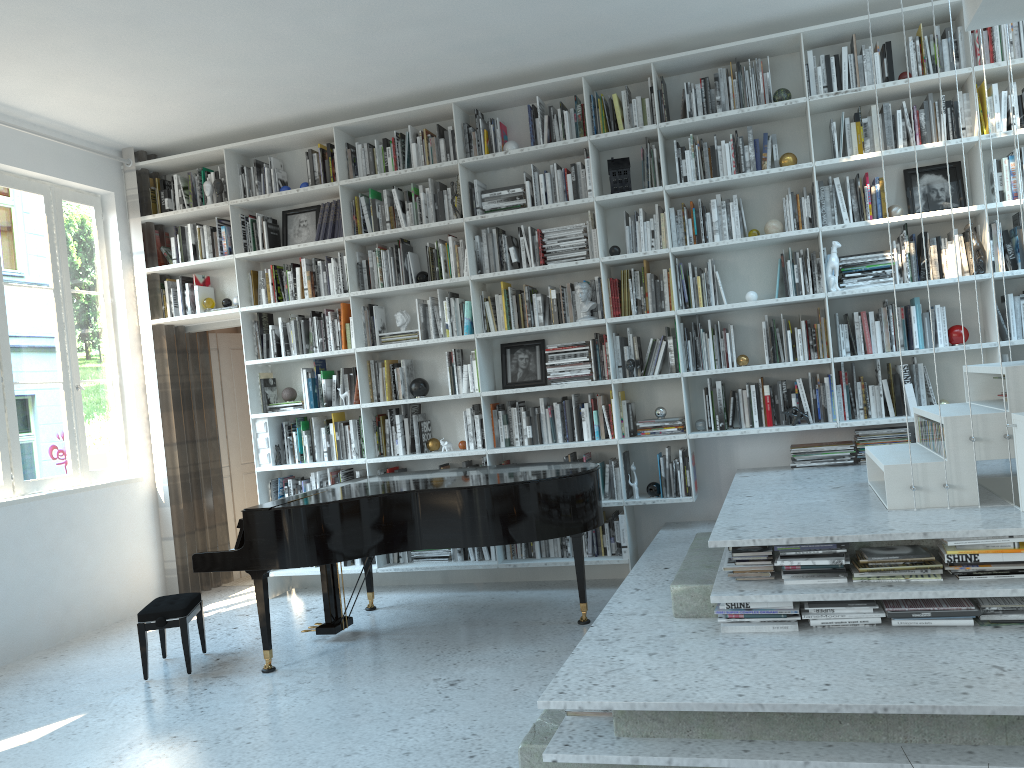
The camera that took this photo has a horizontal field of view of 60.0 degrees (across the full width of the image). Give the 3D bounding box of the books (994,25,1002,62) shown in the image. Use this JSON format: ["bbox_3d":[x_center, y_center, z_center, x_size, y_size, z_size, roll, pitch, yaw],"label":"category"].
[{"bbox_3d":[2.645,-1.822,4.860,0.022,0.229,0.174,-5,0,17],"label":"books"}]

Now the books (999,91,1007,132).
[{"bbox_3d":[2.646,-1.451,4.803,0.049,0.224,0.161,-5,0,17],"label":"books"}]

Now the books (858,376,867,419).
[{"bbox_3d":[2.029,0.077,5.128,0.015,0.243,0.156,-5,0,17],"label":"books"}]

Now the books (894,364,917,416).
[{"bbox_3d":[2.236,0.032,5.025,0.075,0.291,0.255,-5,0,17],"label":"books"}]

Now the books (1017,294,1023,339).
[{"bbox_3d":[2.800,-0.367,4.881,0.022,0.242,0.151,-5,0,17],"label":"books"}]

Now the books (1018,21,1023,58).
[{"bbox_3d":[2.764,-1.849,4.838,0.022,0.259,0.163,-5,0,17],"label":"books"}]

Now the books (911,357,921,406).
[{"bbox_3d":[2.308,0.008,5.062,0.012,0.326,0.136,-5,0,17],"label":"books"}]

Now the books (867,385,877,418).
[{"bbox_3d":[2.080,0.100,5.126,0.030,0.188,0.140,-5,0,17],"label":"books"}]

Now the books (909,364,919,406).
[{"bbox_3d":[2.297,0.030,5.060,0.012,0.285,0.159,-5,0,17],"label":"books"}]

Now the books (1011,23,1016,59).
[{"bbox_3d":[2.722,-1.845,4.854,0.014,0.260,0.167,-5,0,17],"label":"books"}]

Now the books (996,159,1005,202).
[{"bbox_3d":[2.680,-1.098,4.901,0.026,0.250,0.160,-5,0,17],"label":"books"}]

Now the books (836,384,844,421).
[{"bbox_3d":[1.905,0.107,5.160,0.027,0.208,0.164,-5,0,17],"label":"books"}]

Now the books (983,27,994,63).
[{"bbox_3d":[2.617,-1.848,4.878,0.013,0.286,0.150,-5,0,17],"label":"books"}]

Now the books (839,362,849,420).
[{"bbox_3d":[1.934,0.039,5.164,0.014,0.337,0.132,-5,0,17],"label":"books"}]

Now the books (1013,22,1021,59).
[{"bbox_3d":[2.741,-1.855,4.849,0.027,0.275,0.148,-5,0,17],"label":"books"}]

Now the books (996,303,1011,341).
[{"bbox_3d":[2.691,-0.373,4.920,0.085,0.278,0.159,-5,0,17],"label":"books"}]

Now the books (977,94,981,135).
[{"bbox_3d":[2.525,-1.448,4.850,0.027,0.241,0.162,-5,0,17],"label":"books"}]

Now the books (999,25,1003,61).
[{"bbox_3d":[2.663,-1.875,4.876,0.014,0.331,0.142,-5,0,17],"label":"books"}]

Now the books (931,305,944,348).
[{"bbox_3d":[2.397,-0.324,5.004,0.025,0.235,0.181,-5,0,17],"label":"books"}]

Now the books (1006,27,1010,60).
[{"bbox_3d":[2.698,-1.876,4.867,0.012,0.326,0.151,-5,0,17],"label":"books"}]

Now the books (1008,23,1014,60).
[{"bbox_3d":[2.705,-1.867,4.849,0.012,0.306,0.184,-5,0,17],"label":"books"}]

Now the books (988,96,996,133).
[{"bbox_3d":[2.587,-1.436,4.818,0.024,0.205,0.165,-5,0,17],"label":"books"}]

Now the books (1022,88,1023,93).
[{"bbox_3d":[2.783,-1.480,4.757,0.023,0.254,0.189,-5,0,17],"label":"books"}]

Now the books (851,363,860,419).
[{"bbox_3d":[1.996,0.038,5.159,0.013,0.327,0.130,-5,0,17],"label":"books"}]

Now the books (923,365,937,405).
[{"bbox_3d":[2.366,0.028,5.032,0.062,0.274,0.148,-5,0,17],"label":"books"}]

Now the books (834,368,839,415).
[{"bbox_3d":[1.881,0.057,5.161,0.010,0.312,0.170,-5,0,17],"label":"books"}]

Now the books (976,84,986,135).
[{"bbox_3d":[2.551,-1.477,4.852,0.036,0.294,0.135,-5,0,17],"label":"books"}]

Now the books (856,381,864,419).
[{"bbox_3d":[2.016,0.093,5.144,0.023,0.214,0.163,-5,0,17],"label":"books"}]

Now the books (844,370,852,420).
[{"bbox_3d":[1.951,0.063,5.163,0.015,0.287,0.138,-5,0,17],"label":"books"}]

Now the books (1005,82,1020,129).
[{"bbox_3d":[2.704,-1.477,4.794,0.023,0.263,0.158,-5,0,17],"label":"books"}]

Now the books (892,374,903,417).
[{"bbox_3d":[2.200,0.062,5.081,0.031,0.239,0.171,-5,0,17],"label":"books"}]

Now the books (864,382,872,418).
[{"bbox_3d":[2.053,0.091,5.133,0.025,0.210,0.137,-5,0,17],"label":"books"}]

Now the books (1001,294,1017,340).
[{"bbox_3d":[2.740,-0.366,4.890,0.024,0.252,0.175,-5,0,17],"label":"books"}]

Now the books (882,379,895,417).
[{"bbox_3d":[2.152,0.078,5.093,0.052,0.217,0.184,-5,0,17],"label":"books"}]

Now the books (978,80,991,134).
[{"bbox_3d":[2.566,-1.478,4.822,0.010,0.294,0.183,-5,0,17],"label":"books"}]

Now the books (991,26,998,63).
[{"bbox_3d":[2.626,-1.840,4.862,0.012,0.269,0.184,-5,0,17],"label":"books"}]

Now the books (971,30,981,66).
[{"bbox_3d":[2.547,-1.855,4.889,0.011,0.313,0.172,-5,0,17],"label":"books"}]

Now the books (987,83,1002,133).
[{"bbox_3d":[2.605,-1.467,4.803,0.026,0.263,0.189,-5,0,17],"label":"books"}]

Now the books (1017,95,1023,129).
[{"bbox_3d":[2.748,-1.448,4.824,0.038,0.199,0.170,-5,0,17],"label":"books"}]

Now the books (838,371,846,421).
[{"bbox_3d":[1.925,0.066,5.173,0.012,0.286,0.158,-5,0,17],"label":"books"}]

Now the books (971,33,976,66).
[{"bbox_3d":[2.541,-1.809,4.919,0.027,0.224,0.134,-5,0,17],"label":"books"}]

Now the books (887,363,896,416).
[{"bbox_3d":[2.183,0.031,5.104,0.010,0.304,0.131,-5,0,17],"label":"books"}]

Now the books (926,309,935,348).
[{"bbox_3d":[2.371,-0.312,5.022,0.037,0.218,0.139,-5,0,17],"label":"books"}]

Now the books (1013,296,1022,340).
[{"bbox_3d":[2.772,-0.361,4.889,0.037,0.236,0.153,-5,0,17],"label":"books"}]

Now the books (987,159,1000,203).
[{"bbox_3d":[2.658,-1.098,4.895,0.012,0.254,0.161,-5,0,17],"label":"books"}]

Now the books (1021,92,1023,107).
[{"bbox_3d":[2.768,-1.457,4.782,0.025,0.211,0.134,-5,0,17],"label":"books"}]

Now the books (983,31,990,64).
[{"bbox_3d":[2.606,-1.815,4.898,0.025,0.223,0.136,-5,0,17],"label":"books"}]

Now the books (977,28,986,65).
[{"bbox_3d":[2.578,-1.839,4.894,0.022,0.275,0.160,-5,0,17],"label":"books"}]

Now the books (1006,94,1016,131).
[{"bbox_3d":[2.681,-1.439,4.786,0.024,0.193,0.189,-5,0,17],"label":"books"}]

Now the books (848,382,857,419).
[{"bbox_3d":[1.980,0.097,5.167,0.033,0.213,0.140,-5,0,17],"label":"books"}]

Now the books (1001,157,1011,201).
[{"bbox_3d":[2.695,-1.099,4.867,0.023,0.247,0.182,-5,0,17],"label":"books"}]

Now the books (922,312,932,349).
[{"bbox_3d":[2.336,-0.300,5.017,0.030,0.201,0.189,-5,0,17],"label":"books"}]

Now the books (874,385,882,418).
[{"bbox_3d":[2.105,0.099,5.111,0.024,0.185,0.149,-5,0,17],"label":"books"}]

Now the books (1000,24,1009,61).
[{"bbox_3d":[2.681,-1.833,4.857,0.023,0.244,0.182,-5,0,17],"label":"books"}]

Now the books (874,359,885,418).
[{"bbox_3d":[2.115,0.023,5.102,0.014,0.333,0.168,-5,0,17],"label":"books"}]

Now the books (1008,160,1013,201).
[{"bbox_3d":[2.717,-1.097,4.879,0.012,0.239,0.172,-5,0,17],"label":"books"}]

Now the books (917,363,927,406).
[{"bbox_3d":[2.321,0.026,5.035,0.025,0.287,0.160,-5,0,17],"label":"books"}]

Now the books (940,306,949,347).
[{"bbox_3d":[2.423,-0.320,4.998,0.027,0.223,0.170,-5,0,17],"label":"books"}]
